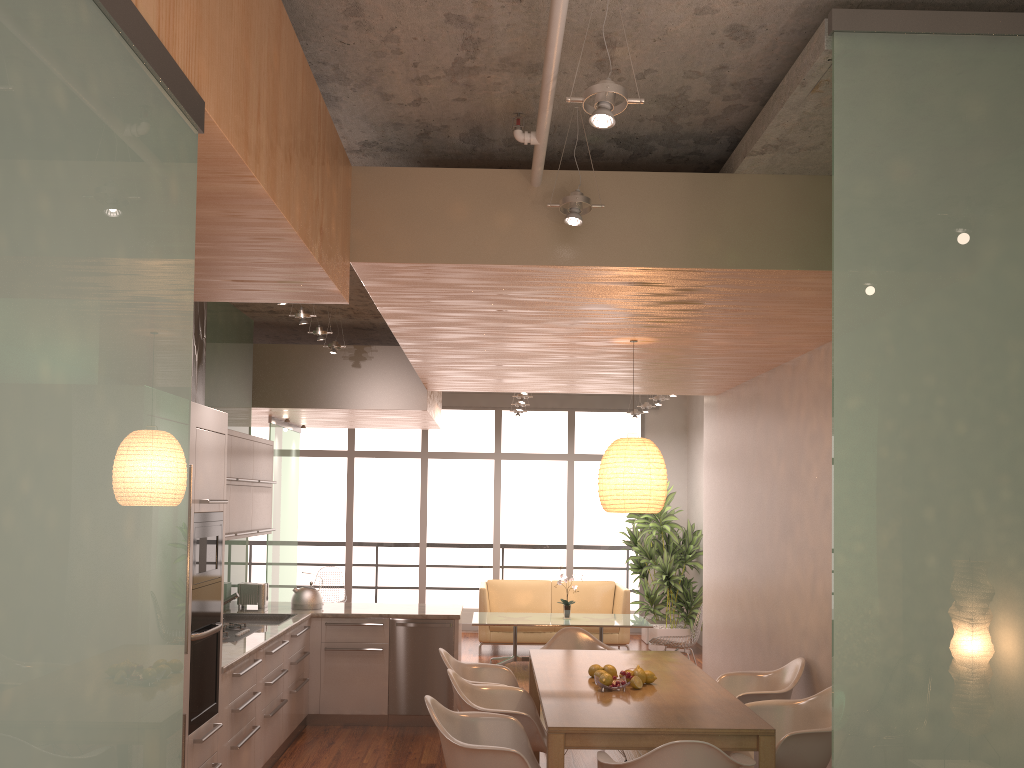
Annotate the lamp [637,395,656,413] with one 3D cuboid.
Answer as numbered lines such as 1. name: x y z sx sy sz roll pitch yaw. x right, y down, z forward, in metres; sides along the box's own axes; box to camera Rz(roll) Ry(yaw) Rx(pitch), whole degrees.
1. lamp: 1.635 0.107 10.727 0.198 0.481 0.134 3 -3 -33

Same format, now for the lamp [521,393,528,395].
1. lamp: 0.139 -0.135 9.068 0.198 0.481 0.134 3 -3 -33

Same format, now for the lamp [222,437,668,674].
1. lamp: -0.709 1.118 6.349 3.216 1.340 3.090 1 -7 -1

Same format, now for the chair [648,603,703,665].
1. chair: 1.639 2.545 8.671 0.562 0.897 0.545 0 -4 19

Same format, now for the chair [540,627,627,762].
1. chair: 0.521 2.256 6.462 0.683 0.857 0.647 2 -4 -16

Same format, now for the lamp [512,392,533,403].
1. lamp: 0.121 -0.026 9.888 0.198 0.481 0.134 3 -3 -33

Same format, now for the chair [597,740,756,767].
1. chair: 0.703 1.917 3.885 0.683 0.857 0.647 1 -4 -6

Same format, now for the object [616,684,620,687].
1. object: 0.572 1.627 4.742 0.025 0.026 0.026 -2 -5 28

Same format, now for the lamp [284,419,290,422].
1. lamp: -2.269 0.155 8.943 0.103 0.468 0.154 2 -3 -28

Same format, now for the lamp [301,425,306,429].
1. lamp: -2.285 0.256 9.704 0.103 0.468 0.154 2 -3 -28

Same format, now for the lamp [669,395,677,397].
1. lamp: 1.669 -0.110 9.088 0.198 0.481 0.134 3 -3 -33

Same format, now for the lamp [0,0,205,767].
1. lamp: 0.379 0.710 4.402 0.446 3.378 8.262 0 -7 17

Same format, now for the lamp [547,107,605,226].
1. lamp: 0.255 -0.871 3.502 0.198 0.481 0.134 3 -3 -33

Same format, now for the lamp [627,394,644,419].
1. lamp: 1.618 0.216 11.547 0.198 0.481 0.134 3 -3 -33

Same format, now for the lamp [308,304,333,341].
1. lamp: -1.353 -0.540 6.241 0.153 0.468 0.103 3 -3 -33

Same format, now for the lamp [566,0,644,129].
1. lamp: 0.274 -0.993 2.580 0.198 0.481 0.134 3 -3 -33

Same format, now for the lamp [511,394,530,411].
1. lamp: 0.104 0.082 10.707 0.198 0.481 0.134 3 -3 -33

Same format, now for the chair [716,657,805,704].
1. chair: 1.508 2.150 5.553 0.642 0.857 0.688 1 -4 -1

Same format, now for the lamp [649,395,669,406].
1. lamp: 1.652 -0.001 9.908 0.198 0.481 0.134 3 -3 -33

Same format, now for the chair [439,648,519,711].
1. chair: -0.158 2.146 5.707 0.642 0.857 0.689 1 -4 -6

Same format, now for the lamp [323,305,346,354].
1. lamp: -1.365 -0.465 6.809 0.153 0.468 0.103 3 -3 -33

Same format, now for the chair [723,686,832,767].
1. chair: 1.461 2.033 4.675 0.642 0.857 0.689 2 -4 -11

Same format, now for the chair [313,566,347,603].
1. chair: -2.466 2.889 11.711 0.543 0.897 0.564 1 -4 -1

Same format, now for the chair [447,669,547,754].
1. chair: -0.052 2.054 5.000 0.642 0.857 0.689 1 -4 -6

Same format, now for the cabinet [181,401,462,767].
1. cabinet: -1.353 1.423 5.729 1.914 2.262 4.275 1 -6 -1

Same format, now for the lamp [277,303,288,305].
1. lamp: -1.329 -0.691 5.105 0.153 0.468 0.103 3 -3 -33

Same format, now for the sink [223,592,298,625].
1. sink: -1.996 1.772 6.695 0.616 0.381 0.647 1 -6 -1

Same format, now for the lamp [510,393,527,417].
1. lamp: 0.087 0.191 11.527 0.198 0.481 0.134 3 -3 -33

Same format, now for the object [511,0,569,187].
1. object: 0.102 -1.166 1.413 0.135 0.111 4.515 1 -8 -1

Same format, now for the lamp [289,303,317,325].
1. lamp: -1.341 -0.616 5.673 0.153 0.468 0.103 3 -3 -33

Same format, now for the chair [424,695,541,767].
1. chair: -0.112 1.955 4.308 0.642 0.844 0.689 1 -4 -6

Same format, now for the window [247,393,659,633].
1. window: -2.246 1.746 12.222 8.559 3.268 0.062 1 -2 -1
